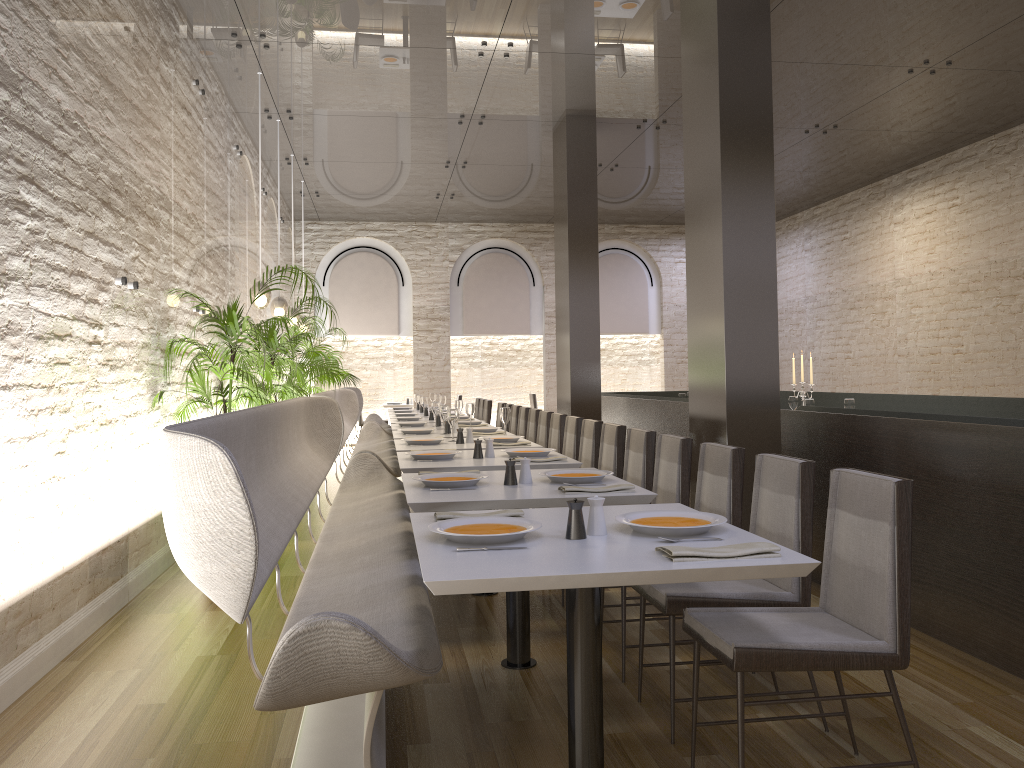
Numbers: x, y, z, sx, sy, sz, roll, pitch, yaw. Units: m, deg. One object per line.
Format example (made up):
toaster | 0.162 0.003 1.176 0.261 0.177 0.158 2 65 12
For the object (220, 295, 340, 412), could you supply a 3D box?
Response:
object | -2.121 0.204 7.802 1.144 1.977 1.187 -1 -1 22

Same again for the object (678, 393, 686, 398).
object | 2.020 0.224 10.510 0.086 0.231 0.086 -2 -2 28

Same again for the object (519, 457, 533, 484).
object | 0.057 0.363 3.743 0.059 0.109 0.059 0 -1 -17

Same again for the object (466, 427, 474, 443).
object | -0.291 0.351 6.100 0.059 0.109 0.059 -1 -1 0

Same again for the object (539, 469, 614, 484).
object | 0.275 0.399 3.794 0.322 0.036 0.321 -1 0 -30

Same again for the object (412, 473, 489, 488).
object | -0.257 0.407 3.718 0.322 0.036 0.321 -1 0 -30

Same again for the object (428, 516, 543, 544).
object | -0.075 0.414 2.481 0.322 0.036 0.321 -1 0 -30

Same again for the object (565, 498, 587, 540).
object | 0.176 0.371 2.451 0.059 0.109 0.059 0 -1 -17

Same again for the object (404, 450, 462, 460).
object | -0.439 0.401 4.955 0.322 0.036 0.321 -1 0 -30

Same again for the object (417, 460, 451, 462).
object | -0.417 0.412 4.772 0.185 0.010 0.017 -1 0 -8

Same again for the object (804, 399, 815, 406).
object | 2.480 0.240 7.388 0.086 0.231 0.086 -1 -2 -8

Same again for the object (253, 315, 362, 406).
object | -2.416 0.193 9.790 1.187 1.977 1.144 -2 -2 32

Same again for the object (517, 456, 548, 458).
object | 0.114 0.401 4.849 0.181 0.015 0.038 -1 0 -7

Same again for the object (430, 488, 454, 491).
object | -0.235 0.418 3.535 0.185 0.010 0.017 -1 0 -8

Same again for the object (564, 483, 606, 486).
object | 0.297 0.407 3.612 0.181 0.015 0.038 -1 0 -7

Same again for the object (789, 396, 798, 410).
object | 2.615 0.232 8.229 0.086 0.231 0.086 -1 -2 4

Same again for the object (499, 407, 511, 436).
object | -0.049 0.285 6.424 0.086 0.231 0.086 -2 -2 34

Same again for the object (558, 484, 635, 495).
object | 0.326 0.408 3.438 0.273 0.033 0.142 -1 0 -8

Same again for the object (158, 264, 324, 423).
object | -1.813 0.215 5.714 1.144 1.977 1.187 -1 -1 22

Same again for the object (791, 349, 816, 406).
object | 2.555 0.022 7.788 0.131 0.658 0.389 -1 -1 2

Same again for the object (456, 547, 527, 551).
object | -0.052 0.425 2.298 0.185 0.010 0.017 -1 0 -8

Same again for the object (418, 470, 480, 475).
object | -0.289 0.412 4.058 0.273 0.033 0.142 -1 0 -8

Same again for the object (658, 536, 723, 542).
object | 0.479 0.414 2.375 0.181 0.015 0.038 -1 0 -7

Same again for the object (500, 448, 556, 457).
object | 0.092 0.392 5.031 0.322 0.036 0.321 -1 0 -30

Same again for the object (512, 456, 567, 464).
object | 0.144 0.401 4.675 0.273 0.033 0.142 -1 0 -8

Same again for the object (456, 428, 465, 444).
object | -0.354 0.352 6.045 0.059 0.109 0.059 -1 -1 0

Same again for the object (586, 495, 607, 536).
object | 0.239 0.369 2.506 0.059 0.109 0.059 0 -1 -17

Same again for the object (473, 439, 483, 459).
object | -0.189 0.358 4.925 0.059 0.109 0.059 0 -1 -17

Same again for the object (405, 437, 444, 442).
object | -0.637 0.400 6.415 0.273 0.033 0.142 -1 0 -8

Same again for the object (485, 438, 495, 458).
object | -0.126 0.357 4.980 0.059 0.109 0.059 0 -1 -17

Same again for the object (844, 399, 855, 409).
object | 2.761 0.237 7.242 0.086 0.231 0.086 -2 -2 34

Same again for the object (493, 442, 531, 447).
object | -0.022 0.395 5.795 0.273 0.033 0.142 -1 0 -8

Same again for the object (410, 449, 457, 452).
object | -0.472 0.406 5.295 0.273 0.033 0.142 -1 0 -8

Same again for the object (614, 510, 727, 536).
object | 0.457 0.405 2.557 0.322 0.036 0.321 -1 0 -30

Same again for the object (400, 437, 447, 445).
object | -0.605 0.395 6.075 0.321 0.036 0.321 -1 0 27

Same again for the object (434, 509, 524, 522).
object | -0.107 0.419 2.821 0.273 0.033 0.142 -1 0 -8

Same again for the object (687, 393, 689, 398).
object | 2.158 0.220 10.720 0.086 0.231 0.086 0 -2 -38

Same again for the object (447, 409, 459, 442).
object | -0.418 0.292 6.264 0.086 0.231 0.086 -2 -2 34

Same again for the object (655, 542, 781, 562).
object | 0.508 0.414 2.202 0.273 0.033 0.142 -1 0 -8

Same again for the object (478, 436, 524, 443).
object | -0.073 0.386 6.152 0.321 0.036 0.321 -1 0 27

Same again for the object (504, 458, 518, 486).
object | -0.006 0.364 3.688 0.059 0.109 0.059 0 -1 -17
